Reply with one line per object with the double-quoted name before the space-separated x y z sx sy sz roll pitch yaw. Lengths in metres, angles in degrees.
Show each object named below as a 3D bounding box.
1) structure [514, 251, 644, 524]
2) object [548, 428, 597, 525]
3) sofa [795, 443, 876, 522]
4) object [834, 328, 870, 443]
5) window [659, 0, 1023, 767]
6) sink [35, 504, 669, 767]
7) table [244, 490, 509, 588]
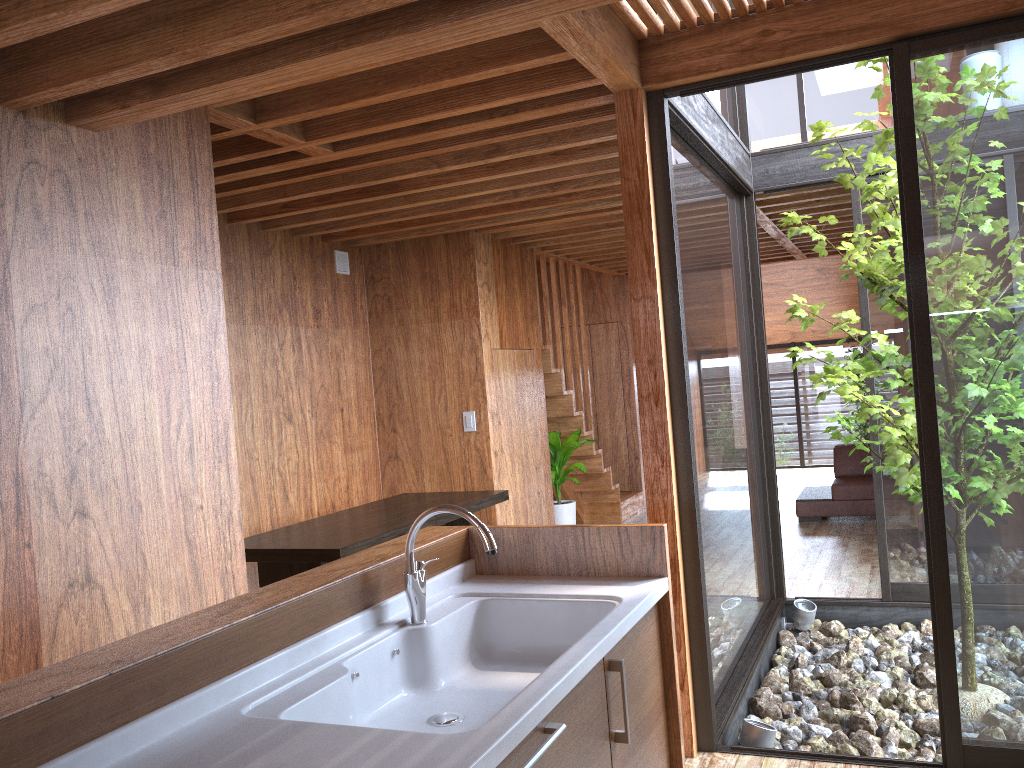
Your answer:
"structure" 0.364 0.146 7.775 0.824 2.298 2.461 -4 0 24
"object" 0.339 0.785 6.924 0.671 1.031 0.634 -5 0 13
"sofa" 2.907 0.715 6.570 1.690 0.760 2.519 -5 0 23
"object" 4.092 0.152 10.232 0.633 1.690 0.683 -4 0 31
"window" 0.663 -0.888 4.594 4.081 5.132 14.045 -4 0 23
"sink" -0.358 0.497 1.229 0.554 0.423 2.472 -5 0 24
"table" -0.647 1.021 4.487 0.696 0.716 1.681 -4 0 24
